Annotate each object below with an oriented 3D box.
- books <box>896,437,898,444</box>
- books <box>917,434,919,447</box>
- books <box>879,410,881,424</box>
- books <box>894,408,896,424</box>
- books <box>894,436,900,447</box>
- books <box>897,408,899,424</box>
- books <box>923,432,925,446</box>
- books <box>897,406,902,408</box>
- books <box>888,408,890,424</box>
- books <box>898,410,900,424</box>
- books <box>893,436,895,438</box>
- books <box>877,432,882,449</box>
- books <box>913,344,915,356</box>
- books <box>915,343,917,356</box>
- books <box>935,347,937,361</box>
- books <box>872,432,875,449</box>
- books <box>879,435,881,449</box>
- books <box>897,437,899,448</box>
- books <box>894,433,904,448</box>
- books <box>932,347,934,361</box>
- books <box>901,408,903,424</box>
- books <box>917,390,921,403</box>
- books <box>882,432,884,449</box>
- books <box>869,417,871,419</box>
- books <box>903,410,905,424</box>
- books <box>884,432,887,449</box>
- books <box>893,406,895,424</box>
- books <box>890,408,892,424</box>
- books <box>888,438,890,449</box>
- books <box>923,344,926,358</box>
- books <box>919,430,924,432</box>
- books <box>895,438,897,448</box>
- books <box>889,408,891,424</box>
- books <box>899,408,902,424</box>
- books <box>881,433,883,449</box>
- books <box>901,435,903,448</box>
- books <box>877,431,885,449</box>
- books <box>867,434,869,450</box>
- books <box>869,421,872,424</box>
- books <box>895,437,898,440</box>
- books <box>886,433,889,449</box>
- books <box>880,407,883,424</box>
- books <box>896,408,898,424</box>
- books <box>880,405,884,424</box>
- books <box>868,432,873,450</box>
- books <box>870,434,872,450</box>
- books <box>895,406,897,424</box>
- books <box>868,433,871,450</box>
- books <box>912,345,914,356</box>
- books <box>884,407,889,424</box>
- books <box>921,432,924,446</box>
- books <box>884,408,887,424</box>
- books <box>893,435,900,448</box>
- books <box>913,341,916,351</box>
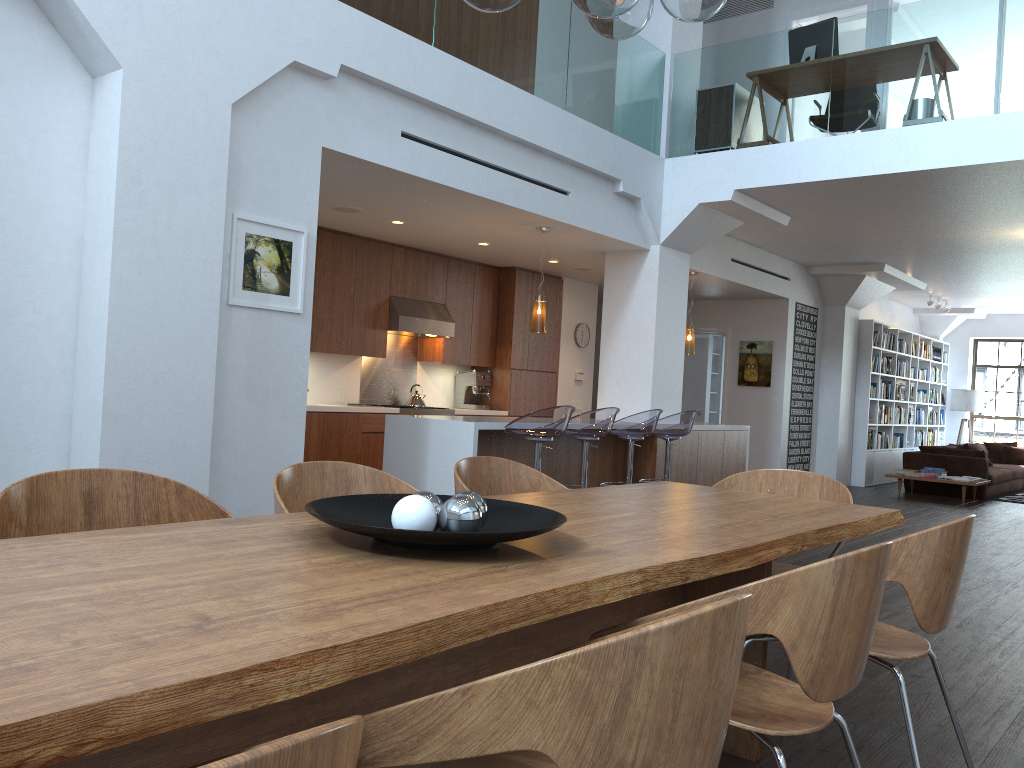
[{"bbox_3d":[6.069,0.930,14.110,0.122,0.169,0.023,3,-1,39],"label":"books"},{"bbox_3d":[6.776,0.950,14.979,0.161,0.223,0.026,3,-1,38],"label":"books"},{"bbox_3d":[5.448,0.491,13.312,0.144,0.207,0.048,3,-1,39],"label":"books"},{"bbox_3d":[5.919,0.500,13.896,0.160,0.250,0.026,3,-1,38],"label":"books"},{"bbox_3d":[6.121,0.922,14.177,0.139,0.191,0.036,3,-1,39],"label":"books"},{"bbox_3d":[6.007,0.505,14.008,0.183,0.253,0.034,3,-1,38],"label":"books"},{"bbox_3d":[6.995,0.947,15.266,0.180,0.259,0.060,3,-1,38],"label":"books"},{"bbox_3d":[6.125,0.494,14.165,0.176,0.290,0.036,3,-1,38],"label":"books"},{"bbox_3d":[5.704,0.485,13.639,0.183,0.253,0.034,3,-1,39],"label":"books"},{"bbox_3d":[6.060,0.523,14.076,0.161,0.223,0.027,3,-1,38],"label":"books"},{"bbox_3d":[5.953,0.915,13.982,0.134,0.184,0.030,3,-1,39],"label":"books"},{"bbox_3d":[5.488,0.848,13.408,0.183,0.253,0.042,3,-1,39],"label":"books"},{"bbox_3d":[6.535,-0.560,14.593,0.161,0.207,0.130,3,-1,38],"label":"books"},{"bbox_3d":[6.604,-0.564,14.681,0.161,0.223,0.032,3,-1,39],"label":"books"},{"bbox_3d":[7.412,-0.527,15.707,0.183,0.253,0.042,3,-1,39],"label":"books"},{"bbox_3d":[5.264,0.835,13.128,0.180,0.251,0.048,3,-1,39],"label":"books"},{"bbox_3d":[5.472,0.872,13.373,0.161,0.223,0.030,3,-1,38],"label":"books"},{"bbox_3d":[6.087,0.930,14.132,0.126,0.173,0.032,3,-1,39],"label":"books"},{"bbox_3d":[6.260,0.912,14.357,0.140,0.231,0.042,3,-1,39],"label":"books"},{"bbox_3d":[7.327,-0.533,15.608,0.183,0.253,0.042,3,-1,39],"label":"books"},{"bbox_3d":[6.156,0.512,14.201,0.180,0.259,0.060,3,-1,38],"label":"books"},{"bbox_3d":[6.849,0.211,15.024,0.140,0.206,0.042,3,-1,39],"label":"books"},{"bbox_3d":[5.560,0.856,13.495,0.160,0.251,0.039,3,-1,39],"label":"books"},{"bbox_3d":[5.149,0.491,13.005,0.174,0.032,0.254,3,0,34],"label":"books"},{"bbox_3d":[6.237,0.527,14.311,0.174,0.240,0.045,3,-1,38],"label":"books"},{"bbox_3d":[5.641,0.860,13.591,0.183,0.253,0.042,3,-1,39],"label":"books"},{"bbox_3d":[5.880,0.481,13.870,0.198,0.284,0.066,3,-1,38],"label":"books"},{"bbox_3d":[5.789,0.490,13.746,0.183,0.253,0.034,3,-1,39],"label":"books"},{"bbox_3d":[5.738,0.890,13.701,0.161,0.207,0.135,3,-1,38],"label":"books"},{"bbox_3d":[6.963,-0.552,15.132,0.171,0.246,0.057,3,-1,39],"label":"books"},{"bbox_3d":[6.964,0.929,15.230,0.176,0.290,0.036,3,-1,38],"label":"books"},{"bbox_3d":[6.026,0.929,14.051,0.120,0.167,0.020,3,-1,39],"label":"books"},{"bbox_3d":[5.768,0.490,13.724,0.160,0.250,0.026,3,-1,39],"label":"books"},{"bbox_3d":[6.109,0.512,14.132,0.183,0.253,0.034,3,-1,38],"label":"books"},{"bbox_3d":[5.537,0.856,13.463,0.171,0.246,0.039,3,-1,39],"label":"books"},{"bbox_3d":[6.209,0.923,14.288,0.146,0.202,0.027,3,-1,39],"label":"books"},{"bbox_3d":[5.583,0.853,13.528,0.180,0.259,0.042,3,-1,39],"label":"books"},{"bbox_3d":[5.120,0.840,12.938,0.161,0.223,0.032,3,-1,39],"label":"books"},{"bbox_3d":[5.150,0.558,13.007,0.197,0.035,0.284,3,0,29],"label":"books"},{"bbox_3d":[6.063,0.931,14.087,0.107,0.167,0.017,3,-1,39],"label":"books"},{"bbox_3d":[5.697,0.873,13.662,0.174,0.236,0.142,3,-1,38],"label":"books"},{"bbox_3d":[5.496,0.474,13.390,0.171,0.246,0.057,3,-1,39],"label":"books"},{"bbox_3d":[5.983,0.503,13.984,0.183,0.253,0.034,3,-1,38],"label":"books"},{"bbox_3d":[5.547,0.456,13.456,0.176,0.290,0.053,3,-1,39],"label":"books"},{"bbox_3d":[5.211,0.831,13.065,0.183,0.253,0.042,3,-1,39],"label":"books"},{"bbox_3d":[5.199,0.846,13.027,0.161,0.223,0.032,3,-1,39],"label":"books"},{"bbox_3d":[5.956,0.483,13.951,0.176,0.290,0.053,3,-1,38],"label":"books"},{"bbox_3d":[5.148,0.834,12.971,0.174,0.240,0.054,3,-1,39],"label":"books"},{"bbox_3d":[6.495,-0.577,14.555,0.174,0.236,0.136,3,-1,38],"label":"books"},{"bbox_3d":[5.679,0.483,13.616,0.183,0.253,0.034,3,-1,39],"label":"books"},{"bbox_3d":[6.949,0.946,15.197,0.183,0.253,0.034,3,-1,38],"label":"books"},{"bbox_3d":[5.629,0.483,13.551,0.171,0.246,0.057,3,-1,39],"label":"books"},{"bbox_3d":[6.138,0.918,14.206,0.146,0.202,0.027,3,-1,39],"label":"books"},{"bbox_3d":[6.578,-0.580,14.663,0.160,0.251,0.031,3,-1,39],"label":"books"}]
